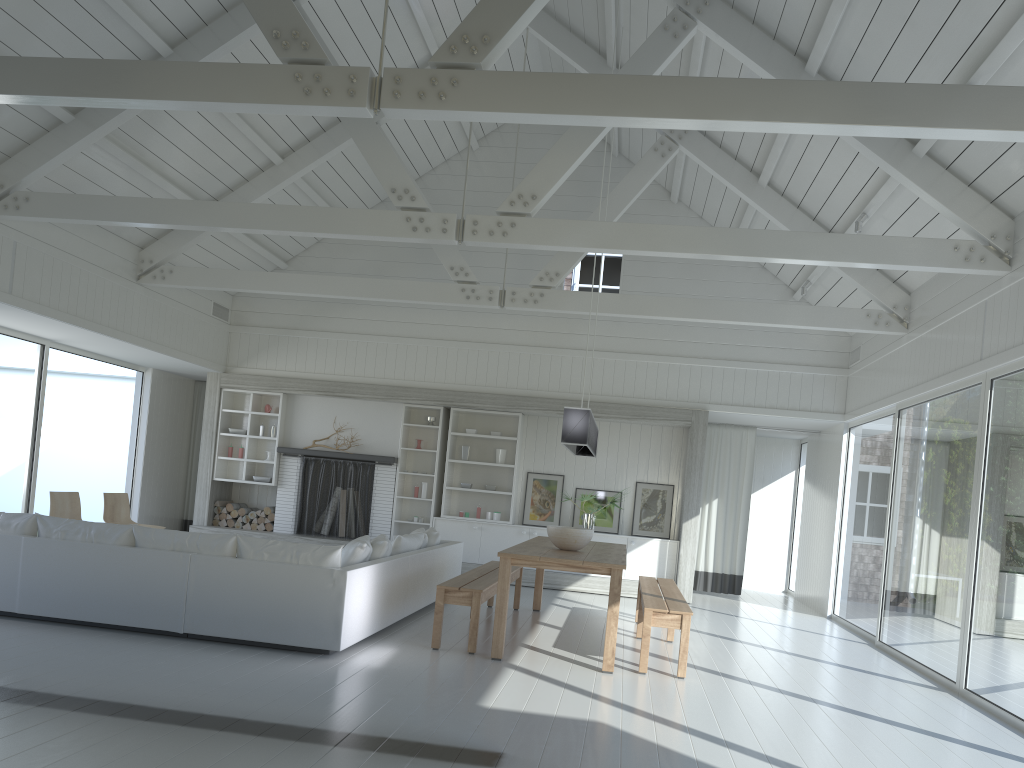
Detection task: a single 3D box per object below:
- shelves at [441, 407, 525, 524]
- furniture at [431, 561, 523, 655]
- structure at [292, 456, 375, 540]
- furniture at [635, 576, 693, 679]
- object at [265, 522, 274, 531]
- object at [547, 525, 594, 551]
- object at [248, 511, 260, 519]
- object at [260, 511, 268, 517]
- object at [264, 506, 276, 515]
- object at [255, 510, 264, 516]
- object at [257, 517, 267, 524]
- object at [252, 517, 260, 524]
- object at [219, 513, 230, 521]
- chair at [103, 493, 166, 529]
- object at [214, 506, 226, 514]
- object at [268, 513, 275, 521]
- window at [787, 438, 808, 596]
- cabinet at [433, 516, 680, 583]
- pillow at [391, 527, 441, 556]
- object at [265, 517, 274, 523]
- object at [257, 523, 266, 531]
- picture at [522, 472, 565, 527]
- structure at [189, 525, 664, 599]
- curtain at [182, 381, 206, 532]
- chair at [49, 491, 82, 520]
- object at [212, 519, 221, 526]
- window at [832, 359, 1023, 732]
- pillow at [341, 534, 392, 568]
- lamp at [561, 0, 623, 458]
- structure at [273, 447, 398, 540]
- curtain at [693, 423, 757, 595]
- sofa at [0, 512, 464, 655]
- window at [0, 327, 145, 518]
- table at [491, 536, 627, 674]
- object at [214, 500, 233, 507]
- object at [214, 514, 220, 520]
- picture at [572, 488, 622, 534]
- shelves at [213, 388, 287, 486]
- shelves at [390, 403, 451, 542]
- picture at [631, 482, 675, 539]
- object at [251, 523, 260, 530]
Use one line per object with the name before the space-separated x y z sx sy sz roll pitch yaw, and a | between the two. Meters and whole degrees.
shelves | -0.362 1.099 11.756 0.937 1.441 0.607 5 -2 8
furniture | -0.229 1.886 7.705 0.340 0.469 2.697 5 -7 8
structure | -2.365 1.513 11.631 1.096 1.062 0.117 5 -1 7
furniture | 1.250 1.999 7.510 0.340 0.469 2.697 5 -7 8
object | -3.234 1.952 12.069 0.110 0.110 0.497 5 -7 6
object | 0.470 1.266 7.205 0.389 0.185 0.391 5 -6 -1
object | -3.469 1.796 12.103 0.109 0.109 0.497 5 -7 6
object | -3.326 1.777 12.072 0.080 0.079 0.481 5 -7 6
object | -3.256 1.735 12.077 0.110 0.110 0.497 5 -7 6
object | -3.388 1.761 12.080 0.086 0.091 0.482 5 -7 7
object | -3.345 1.869 12.085 0.109 0.109 0.497 5 -7 6
object | -3.432 1.865 12.083 0.080 0.079 0.481 5 -7 6
object | -3.881 1.827 12.156 0.109 0.109 0.497 5 -7 6
chair | -4.065 1.558 9.336 0.554 0.779 0.598 5 -3 8
object | -3.957 1.737 12.168 0.109 0.109 0.497 5 -7 6
object | -3.201 1.819 12.067 0.109 0.109 0.497 5 -7 6
window | 4.394 2.028 13.439 0.037 2.424 0.949 5 -1 8
cabinet | 0.555 2.169 11.588 3.177 0.550 0.657 4 -4 8
pillow | -0.979 1.683 8.741 0.462 0.476 2.068 5 -7 0
object | -3.253 1.866 12.066 0.080 0.079 0.481 5 -7 6
object | -3.336 1.961 12.098 0.134 0.146 0.551 5 -6 8
picture | 0.413 1.529 11.606 0.494 0.703 0.065 5 -1 8
structure | -0.995 2.392 12.093 6.341 0.345 1.894 4 -7 8
curtain | -4.556 1.142 13.163 0.629 2.367 0.117 5 -1 7
chair | -4.221 1.451 8.570 0.554 0.779 0.598 5 -3 8
object | -3.975 1.917 12.174 0.108 0.106 0.518 5 -7 6
window | 3.331 0.970 5.470 0.080 2.412 10.997 5 -7 8
pillow | -1.231 1.461 7.096 0.466 0.476 1.324 5 -6 -1
lamp | 0.784 -1.525 7.602 0.200 4.236 1.914 5 -2 8
structure | -2.323 1.583 11.983 1.614 1.284 0.863 5 -3 8
curtain | 2.820 1.725 12.333 1.005 2.367 0.117 5 -1 8
sofa | -2.539 1.567 8.014 3.472 0.736 4.160 4 -7 8
window | -5.666 0.414 7.770 0.080 2.412 8.769 5 -6 8
table | 0.500 1.796 7.618 0.905 0.760 2.967 5 -6 8
object | -3.967 1.644 12.158 0.080 0.079 0.481 5 -7 6
object | -3.968 1.824 12.154 0.080 0.079 0.481 5 -7 6
picture | 1.112 1.659 11.523 0.608 0.552 0.054 5 -1 7
shelves | -3.494 0.740 12.041 0.864 1.237 0.551 5 -2 8
shelves | -1.220 1.311 11.863 0.540 1.997 0.607 5 -1 8
picture | 1.826 1.637 11.420 0.494 0.703 0.065 5 -1 8
object | -3.438 1.958 12.103 0.108 0.106 0.518 5 -7 6
